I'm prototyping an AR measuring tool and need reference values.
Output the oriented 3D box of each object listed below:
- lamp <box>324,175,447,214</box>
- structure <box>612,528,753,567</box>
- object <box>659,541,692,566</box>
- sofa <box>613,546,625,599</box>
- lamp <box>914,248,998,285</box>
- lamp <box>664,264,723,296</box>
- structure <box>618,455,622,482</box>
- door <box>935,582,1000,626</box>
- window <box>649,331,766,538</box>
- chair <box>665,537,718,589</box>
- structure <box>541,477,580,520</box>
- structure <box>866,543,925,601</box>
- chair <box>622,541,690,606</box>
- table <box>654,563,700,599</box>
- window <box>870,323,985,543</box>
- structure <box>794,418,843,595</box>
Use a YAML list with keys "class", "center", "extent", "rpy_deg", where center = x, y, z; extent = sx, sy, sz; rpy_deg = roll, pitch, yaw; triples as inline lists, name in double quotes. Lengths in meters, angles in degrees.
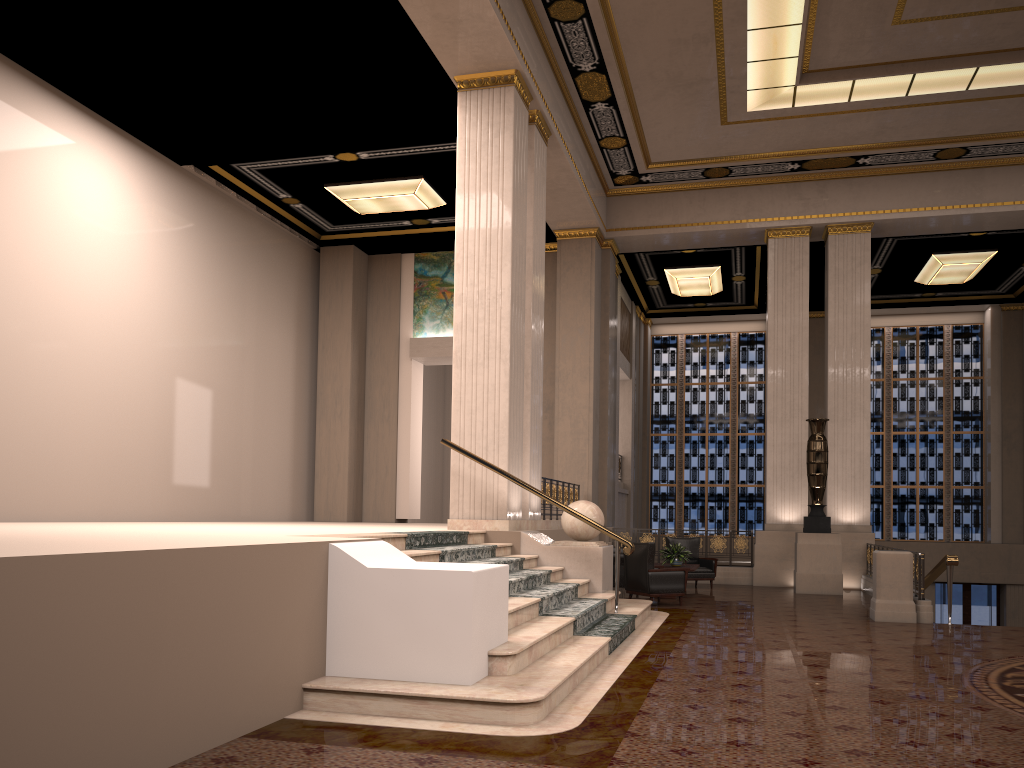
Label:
- class: "lamp"
  center: [-2.092, -3.099, 14.721]
  extent: [1.716, 0.213, 1.179]
  rpy_deg: [-1, -9, 15]
- class: "structure"
  center: [3.088, 2.978, 16.083]
  extent: [2.535, 0.652, 0.032]
  rpy_deg: [-1, -3, 15]
- class: "object"
  center: [2.423, 2.517, 13.078]
  extent: [0.527, 0.374, 0.504]
  rpy_deg: [7, -9, -42]
- class: "sofa"
  center: [1.464, 2.829, 13.444]
  extent: [0.875, 0.702, 1.940]
  rpy_deg: [-1, -8, 15]
- class: "lamp"
  center: [9.152, -2.375, 18.272]
  extent: [1.167, 0.213, 2.036]
  rpy_deg: [-1, -9, 15]
- class: "lamp"
  center: [4.069, -2.258, 19.622]
  extent: [1.167, 0.213, 2.036]
  rpy_deg: [-1, -9, 15]
- class: "structure"
  center: [2.339, 1.887, 20.035]
  extent: [0.031, 0.663, 2.175]
  rpy_deg: [0, -8, 15]
- class: "door"
  center: [10.805, 6.054, 20.953]
  extent: [1.491, 2.712, 0.156]
  rpy_deg: [0, -2, 15]
- class: "window"
  center: [5.123, 1.328, 23.144]
  extent: [2.987, 5.335, 0.070]
  rpy_deg: [0, -2, 15]
- class: "chair"
  center: [2.995, 2.989, 14.775]
  extent: [0.648, 0.840, 0.722]
  rpy_deg: [3, -5, -20]
- class: "structure"
  center: [0.710, 1.815, 13.754]
  extent: [0.032, 0.620, 3.729]
  rpy_deg: [0, -8, 15]
- class: "structure"
  center: [5.363, 2.585, 12.486]
  extent: [0.079, 0.533, 4.983]
  rpy_deg: [0, -8, 15]
- class: "chair"
  center: [1.882, 2.504, 11.678]
  extent: [0.718, 0.840, 0.651]
  rpy_deg: [3, -5, -25]
- class: "table"
  center: [2.348, 2.942, 13.200]
  extent: [0.839, 0.432, 1.489]
  rpy_deg: [-1, -8, 15]
- class: "window"
  center: [10.055, 1.215, 21.835]
  extent: [2.987, 5.335, 0.070]
  rpy_deg: [0, -2, 15]
- class: "structure"
  center: [4.926, 1.960, 14.185]
  extent: [0.700, 2.776, 0.704]
  rpy_deg: [0, -3, 15]
